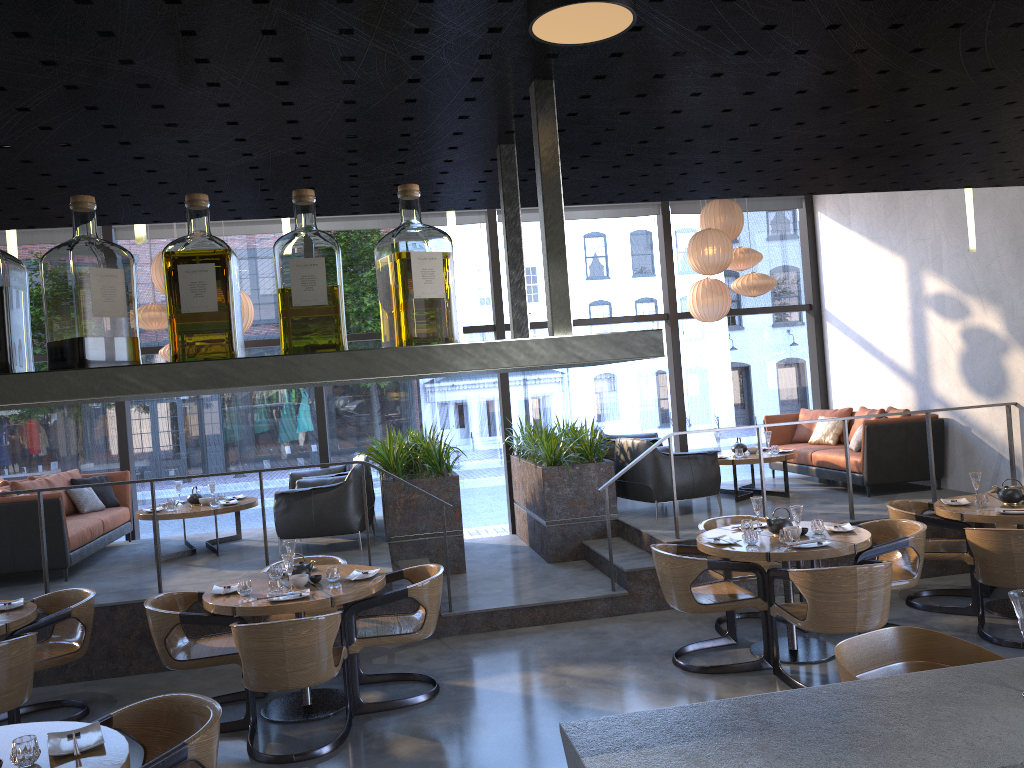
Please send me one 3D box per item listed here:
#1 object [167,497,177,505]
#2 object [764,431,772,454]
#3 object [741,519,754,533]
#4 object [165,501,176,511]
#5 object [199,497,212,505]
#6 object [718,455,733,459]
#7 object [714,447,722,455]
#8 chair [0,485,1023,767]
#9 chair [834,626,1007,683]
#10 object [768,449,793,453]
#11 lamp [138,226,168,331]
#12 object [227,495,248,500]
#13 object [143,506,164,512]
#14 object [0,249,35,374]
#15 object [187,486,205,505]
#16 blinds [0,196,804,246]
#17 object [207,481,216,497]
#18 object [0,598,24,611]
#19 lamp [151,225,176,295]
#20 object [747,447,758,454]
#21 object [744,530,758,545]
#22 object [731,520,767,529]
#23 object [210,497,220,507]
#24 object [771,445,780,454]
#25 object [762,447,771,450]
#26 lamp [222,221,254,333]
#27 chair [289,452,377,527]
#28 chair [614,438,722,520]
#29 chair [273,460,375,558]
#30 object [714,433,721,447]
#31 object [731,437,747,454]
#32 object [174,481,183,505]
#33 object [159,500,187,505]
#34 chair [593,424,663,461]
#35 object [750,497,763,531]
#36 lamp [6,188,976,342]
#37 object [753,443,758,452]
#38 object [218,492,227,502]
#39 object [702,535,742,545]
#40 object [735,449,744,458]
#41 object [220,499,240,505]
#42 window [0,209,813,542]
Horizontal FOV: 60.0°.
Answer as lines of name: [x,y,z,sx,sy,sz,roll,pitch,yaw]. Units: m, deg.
object: [-3.235,1.122,8.430,0.086,0.086,0.086,-4,0,28]
object: [2.630,0.602,9.095,0.082,0.227,0.082,-4,0,33]
object: [1.591,0.965,6.003,0.086,0.086,0.086,-4,0,-27]
object: [-3.102,1.111,8.054,0.086,0.086,0.086,-4,0,-5]
object: [-2.884,1.106,8.344,0.116,0.065,0.116,-4,0,20]
object: [2.121,0.743,9.021,0.170,0.025,0.294,-4,0,-29]
object: [2.161,0.709,9.332,0.086,0.086,0.086,-4,0,28]
chair: [-0.173,1.517,4.378,9.749,0.759,4.352,-4,0,-8]
chair: [3.480,1.090,0.994,2.787,1.047,5.395,-4,0,-32]
object: [2.781,0.693,9.132,0.170,0.025,0.294,-4,0,-29]
lamp: [-3.445,-1.632,8.349,0.467,2.271,0.467,-4,0,44]
object: [-2.685,1.111,8.653,0.170,0.025,0.294,-4,0,-29]
object: [-3.275,1.155,8.119,0.170,0.025,0.294,-4,0,-29]
object: [-0.805,-0.137,1.349,0.105,0.274,0.105,-4,0,-10]
object: [-3.009,1.058,8.431,0.163,0.179,0.168,-4,0,-44]
blinds: [-5.018,-2.489,5.886,8.760,2.314,17.610,-4,0,34]
object: [-2.766,1.014,8.193,0.082,0.227,0.082,-4,0,33]
object: [-3.065,1.352,5.391,0.170,0.025,0.294,-4,0,-29]
lamp: [-3.239,-1.997,8.401,0.465,2.374,0.465,-4,0,14]
object: [2.512,0.693,9.246,0.116,0.065,0.116,-4,0,20]
object: [1.512,0.970,5.604,0.086,0.086,0.086,-4,0,16]
object: [1.650,0.991,6.185,0.294,0.025,0.170,-4,0,-25]
object: [-2.720,1.082,8.118,0.086,0.086,0.086,-4,0,-5]
object: [2.676,0.669,9.020,0.086,0.086,0.086,-4,0,-5]
object: [2.711,0.698,9.555,0.170,0.025,0.294,-4,0,-29]
lamp: [-1.326,-2.144,5.842,0.468,3.124,6.999,-4,0,-28]
chair: [-1.876,1.118,9.233,0.833,0.743,1.030,-4,0,-24]
chair: [1.470,0.861,8.599,0.833,0.743,1.030,-4,0,-24]
chair: [-1.679,1.102,8.066,0.833,0.743,1.030,-4,0,-3]
object: [2.194,0.636,9.431,0.082,0.227,0.082,-4,0,-28]
object: [2.387,0.645,9.333,0.163,0.179,0.168,-4,0,-44]
object: [-3.202,1.048,8.529,0.082,0.227,0.082,-4,0,-28]
object: [-3.302,1.158,8.608,0.170,0.025,0.294,-4,0,26]
chair: [1.283,0.799,9.811,0.833,0.743,1.030,-4,0,5]
object: [1.677,0.887,6.055,0.082,0.227,0.082,-4,0,11]
lamp: [-0.050,-5.234,1.857,8.975,10.231,8.774,-4,0,-11]
object: [2.608,0.675,9.427,0.086,0.086,0.086,-4,0,-5]
object: [-2.788,1.087,8.525,0.086,0.086,0.086,-4,0,-5]
object: [1.365,1.013,5.717,0.170,0.025,0.294,-4,0,-12]
object: [2.294,0.699,8.956,0.086,0.086,0.086,-4,0,-5]
object: [-2.615,1.105,8.230,0.170,0.025,0.294,-4,0,-29]
window: [-1.200,-0.981,3.570,12.739,5.897,12.900,-4,0,-9]
